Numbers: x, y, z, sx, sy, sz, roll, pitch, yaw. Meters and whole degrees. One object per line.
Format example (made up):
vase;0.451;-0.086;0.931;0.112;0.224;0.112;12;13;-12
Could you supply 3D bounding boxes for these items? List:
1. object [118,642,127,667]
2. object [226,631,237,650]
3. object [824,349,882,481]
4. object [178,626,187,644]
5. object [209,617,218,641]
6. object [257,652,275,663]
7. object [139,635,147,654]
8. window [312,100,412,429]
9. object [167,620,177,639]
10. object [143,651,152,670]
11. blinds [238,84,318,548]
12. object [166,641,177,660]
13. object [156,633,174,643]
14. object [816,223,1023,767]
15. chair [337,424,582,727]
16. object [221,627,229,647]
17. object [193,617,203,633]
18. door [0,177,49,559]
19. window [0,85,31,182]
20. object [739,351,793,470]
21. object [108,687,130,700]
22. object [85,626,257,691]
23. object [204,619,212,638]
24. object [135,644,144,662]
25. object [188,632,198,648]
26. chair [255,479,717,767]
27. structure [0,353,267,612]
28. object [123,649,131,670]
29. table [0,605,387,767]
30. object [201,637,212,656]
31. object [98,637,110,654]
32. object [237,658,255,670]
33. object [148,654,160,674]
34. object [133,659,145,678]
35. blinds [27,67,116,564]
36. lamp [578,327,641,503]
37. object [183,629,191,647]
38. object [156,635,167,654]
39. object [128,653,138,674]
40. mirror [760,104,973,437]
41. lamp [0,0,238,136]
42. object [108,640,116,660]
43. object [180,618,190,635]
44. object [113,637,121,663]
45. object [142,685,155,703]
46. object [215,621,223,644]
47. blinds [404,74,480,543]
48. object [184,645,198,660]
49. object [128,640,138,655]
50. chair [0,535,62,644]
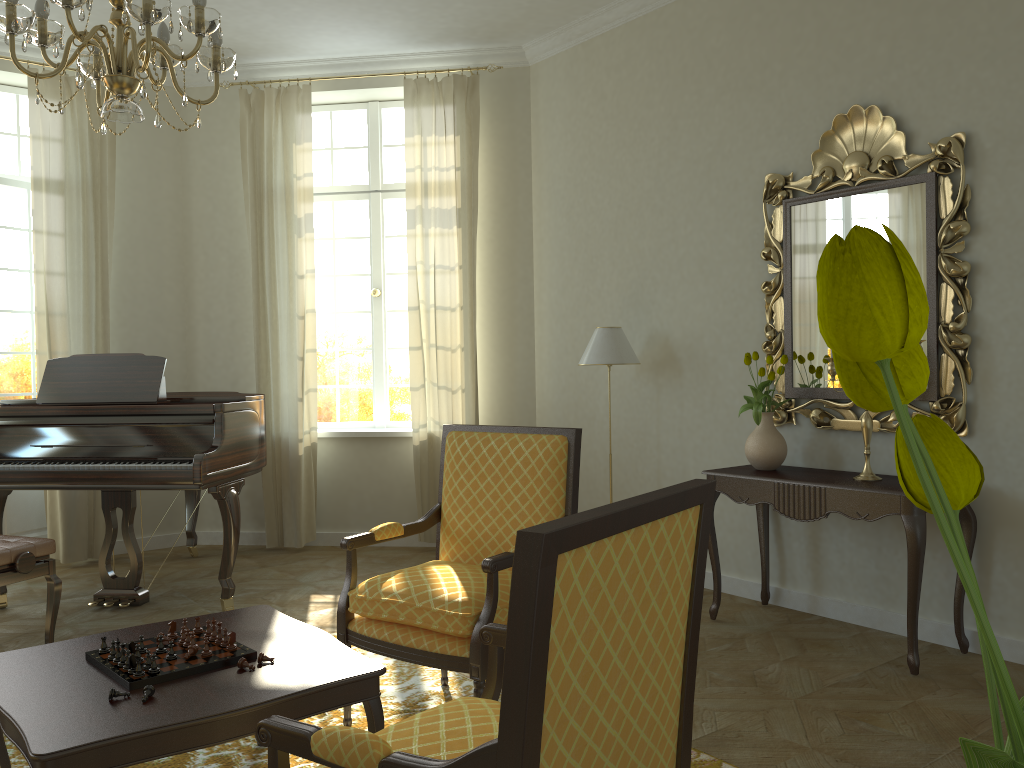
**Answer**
object;-1.082;0.751;2.468;0.030;0.064;0.030;-1;1;10
object;-0.822;0.750;2.598;0.030;0.052;0.030;-1;1;10
object;1.635;0.063;4.087;0.320;0.757;0.320;0;1;33
object;-0.986;0.753;2.662;0.030;0.050;0.030;-1;1;10
object;-0.903;0.741;2.687;0.030;0.069;0.030;-1;1;10
object;-0.700;0.780;2.528;0.047;0.030;0.030;-1;1;0
object;-1.077;0.756;2.579;0.030;0.050;0.030;-1;1;10
window;-1.047;-0.919;6.886;1.400;2.550;0.181;-1;1;8
object;-1.043;0.751;2.721;0.030;0.052;0.030;-1;1;10
object;-0.999;0.758;2.436;0.030;0.050;0.030;-1;1;10
blinds;-1.708;-0.487;6.490;0.554;3.384;0.162;-1;1;13
object;-0.968;0.755;2.519;0.030;0.050;0.030;-1;1;10
object;-1.040;0.763;2.663;0.052;0.030;0.030;-1;1;14
object;0.248;0.244;0.349;0.264;0.609;0.242;-1;1;-12
chair;-0.189;0.718;3.296;0.730;1.083;0.671;0;1;37
object;-0.849;0.748;2.628;0.030;0.055;0.030;-1;1;10
object;-0.984;0.753;2.775;0.030;0.044;0.030;-1;1;10
door;-3.682;-0.074;6.053;1.385;2.690;0.425;-2;1;-37
window;-3.826;-1.779;6.165;1.380;0.680;0.055;-2;1;-37
object;1.290;0.134;4.540;0.242;0.609;0.264;-1;1;-8
object;-1.007;0.791;2.274;0.052;0.030;0.030;-2;1;-27
object;-0.992;0.789;2.578;0.360;0.021;0.360;-2;2;-42
object;-0.930;0.748;2.716;0.030;0.055;0.030;-1;1;10
object;-1.053;0.757;2.495;0.030;0.050;0.030;-1;1;10
object;-0.937;0.753;2.604;0.030;0.050;0.030;-1;1;10
chair;-0.035;0.747;1.740;0.671;1.083;0.730;0;1;34
structure;-2.183;0.536;5.483;1.514;1.439;1.856;-1;1;8
object;-1.055;0.756;2.439;0.030;0.055;0.030;-1;1;10
table;-0.957;1.046;2.558;0.922;0.494;0.932;-2;1;-36
object;-0.878;0.753;2.547;0.030;0.050;0.030;-1;1;10
object;-1.190;0.761;2.587;0.030;0.044;0.030;-1;1;10
object;-0.739;0.782;2.478;0.052;0.030;0.030;-1;1;19
object;-0.972;0.758;2.407;0.030;0.050;0.030;-1;1;10
object;-1.001;0.762;2.380;0.030;0.044;0.030;-1;1;10
blinds;-3.002;-0.456;6.162;0.554;3.386;0.162;-2;2;-43
lamp;0.600;0.431;5.399;0.380;1.552;0.380;-2;2;-42
object;-0.962;0.753;2.633;0.030;0.050;0.030;-1;1;10
object;-1.020;0.755;2.577;0.030;0.050;0.030;-1;1;10
object;-1.028;0.757;2.409;0.030;0.052;0.030;-1;1;10
mirror;1.699;-0.568;4.381;0.082;1.612;1.117;-2;1;-37
lamp;-1.260;-1.575;2.825;0.662;1.466;0.661;-1;1;22
object;-1.136;0.756;2.527;0.030;0.055;0.030;-1;1;10
object;-1.013;0.751;2.748;0.030;0.050;0.030;-1;1;10
object;-1.109;0.748;2.498;0.030;0.069;0.030;-1;1;10
object;-0.930;0.790;2.263;0.030;0.030;0.052;-1;1;-10
object;-0.876;0.744;2.657;0.030;0.064;0.030;-1;1;10
blinds;-0.469;-0.505;6.377;0.552;3.381;0.159;-1;1;11
object;-0.920;0.764;2.527;0.030;0.030;0.052;-1;1;9
object;-1.079;0.756;2.526;0.030;0.052;0.030;-1;1;-20
chair;-2.467;1.008;4.113;0.638;0.563;0.385;-1;1;23
